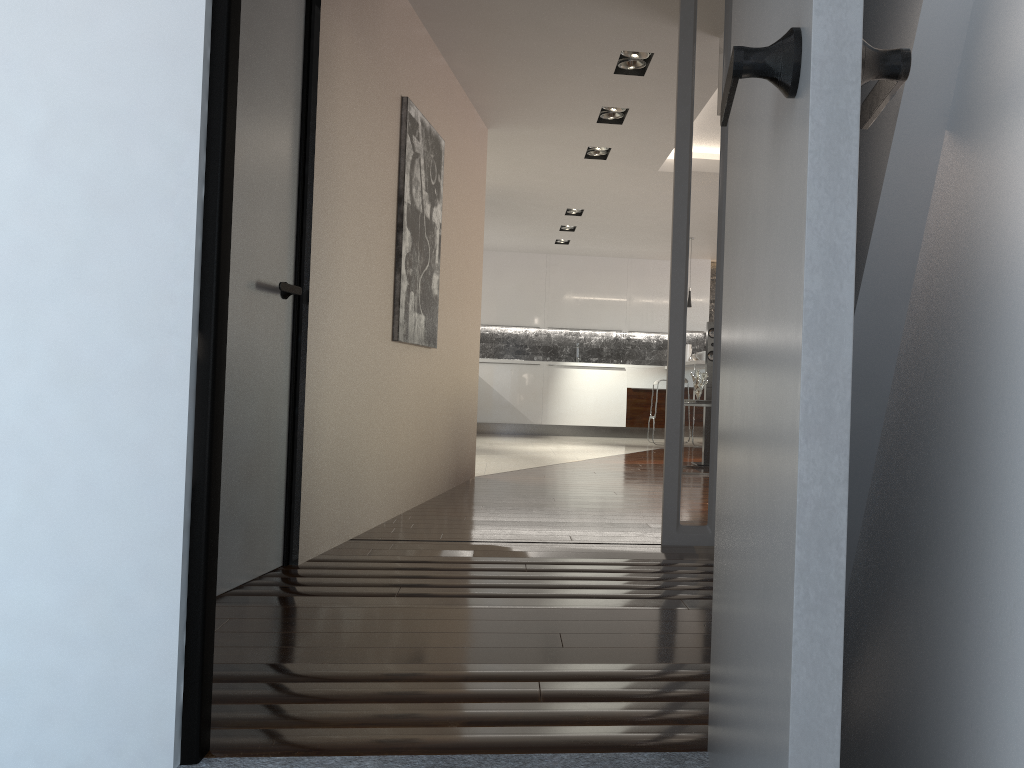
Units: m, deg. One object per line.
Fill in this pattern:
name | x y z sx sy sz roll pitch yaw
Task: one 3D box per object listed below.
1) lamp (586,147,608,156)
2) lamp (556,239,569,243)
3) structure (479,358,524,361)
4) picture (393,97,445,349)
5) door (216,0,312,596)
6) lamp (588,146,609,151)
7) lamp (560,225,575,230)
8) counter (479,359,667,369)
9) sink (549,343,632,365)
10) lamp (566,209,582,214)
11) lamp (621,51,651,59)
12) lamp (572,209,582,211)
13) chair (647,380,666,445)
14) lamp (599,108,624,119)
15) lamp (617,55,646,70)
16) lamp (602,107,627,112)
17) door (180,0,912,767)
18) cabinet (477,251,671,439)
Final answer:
lamp | 0.669 -1.847 6.969 0.186 0.077 0.167 2 0 -39
lamp | 0.639 -1.844 11.242 0.186 0.077 0.168 2 0 -33
structure | -0.149 -0.331 12.102 0.630 0.011 0.561 2 0 -4
picture | -0.471 -0.784 4.554 0.028 1.165 0.760 2 -1 9
door | -0.867 -0.408 2.644 0.152 2.093 1.012 2 -1 9
lamp | 0.671 -1.847 6.790 0.177 0.077 0.177 2 0 2
lamp | 0.646 -1.844 10.283 0.184 0.077 0.170 2 0 -21
counter | 0.697 -0.275 11.219 4.074 0.041 2.664 2 0 -5
sink | 1.074 -0.304 12.246 1.166 0.521 0.503 2 0 -6
lamp | 0.654 -1.845 9.321 0.184 0.077 0.170 2 0 -21
lamp | 0.686 -1.849 4.870 0.177 0.077 0.177 2 0 2
lamp | 0.656 -1.845 9.142 0.179 0.077 0.175 2 0 -4
chair | 1.929 0.350 10.891 0.435 0.800 0.416 2 -1 -4
lamp | 0.677 -1.848 6.004 0.180 0.077 0.173 2 0 -9
lamp | 0.684 -1.849 5.049 0.180 0.077 0.173 2 0 -9
lamp | 0.678 -1.848 5.825 0.177 0.077 0.177 2 0 2
door | -0.021 -0.379 1.154 1.011 2.093 0.969 2 -1 -4
cabinet | 2.165 -0.493 10.520 6.996 2.501 4.401 2 0 -5
